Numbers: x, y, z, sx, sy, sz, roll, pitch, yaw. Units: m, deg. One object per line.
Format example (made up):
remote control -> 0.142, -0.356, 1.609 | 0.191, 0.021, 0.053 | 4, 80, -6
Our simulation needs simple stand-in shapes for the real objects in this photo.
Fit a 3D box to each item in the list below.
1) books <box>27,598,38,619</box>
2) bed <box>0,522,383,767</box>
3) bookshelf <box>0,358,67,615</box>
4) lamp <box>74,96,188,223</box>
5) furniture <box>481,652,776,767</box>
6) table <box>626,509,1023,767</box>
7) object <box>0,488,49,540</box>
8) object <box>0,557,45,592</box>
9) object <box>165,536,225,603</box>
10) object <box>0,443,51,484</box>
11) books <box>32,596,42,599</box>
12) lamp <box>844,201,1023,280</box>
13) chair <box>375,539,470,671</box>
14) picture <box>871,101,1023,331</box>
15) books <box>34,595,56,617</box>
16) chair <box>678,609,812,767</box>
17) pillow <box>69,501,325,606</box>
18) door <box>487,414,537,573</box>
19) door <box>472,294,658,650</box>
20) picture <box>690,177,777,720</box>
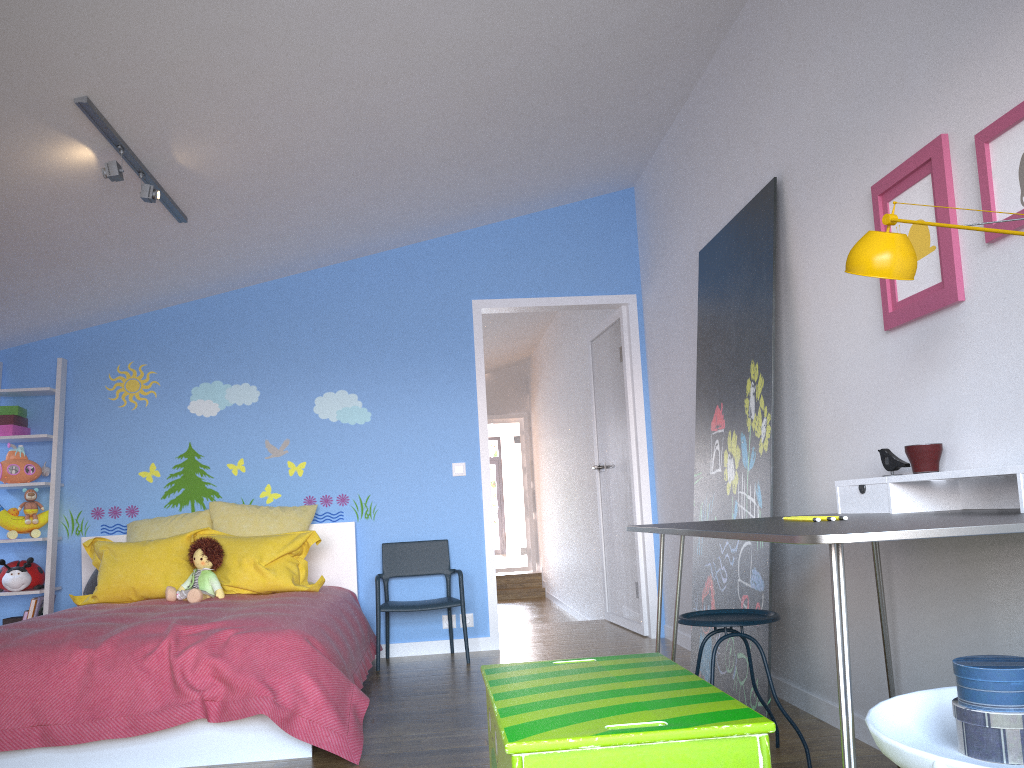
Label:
books -> -2.594, 1.292, 4.830 | 0.080, 0.247, 0.198 | -3, -6, -5
bed -> -1.566, 1.080, 3.998 | 1.925, 0.807, 2.332 | -3, -8, -5
bookshelf -> -2.745, 0.756, 4.937 | 0.391, 1.842, 0.382 | -3, -5, -5
lamp -> -1.461, -0.796, 3.505 | 0.123, 0.143, 1.212 | -3, -8, -2
furniture -> 0.203, 0.873, 1.923 | 0.481, 0.416, 0.818 | -3, -8, -5
table -> 0.806, 0.681, 1.973 | 0.807, 0.754, 1.343 | -3, -7, -5
object -> -2.716, 0.717, 4.901 | 0.372, 0.280, 0.155 | 1, -7, -33
object -> -2.727, 1.049, 4.878 | 0.253, 0.182, 0.324 | -3, -7, 1
object -> -1.563, 0.930, 4.403 | 0.287, 0.340, 0.252 | -7, -7, 29
object -> -2.755, 0.447, 4.989 | 0.296, 0.232, 0.158 | 2, -8, -35
books -> -2.619, 1.296, 4.869 | 0.078, 0.252, 0.210 | -3, -6, -5
lamp -> 0.872, -0.079, 1.695 | 0.161, 0.662, 0.561 | -1, -7, -22
chair -> -0.530, 1.239, 5.048 | 0.512, 0.671, 0.419 | -2, -6, -9
picture -> 1.145, -0.459, 2.065 | 0.027, 0.437, 1.160 | -3, -8, -5
books -> -0.952, 4.712, 6.724 | 0.361, 6.673, 5.405 | -7, -7, 35
chair -> 0.690, 0.954, 2.766 | 0.364, 0.459, 0.327 | -3, -6, -5
pillow -> -1.671, 0.899, 4.801 | 1.344, 0.529, 0.683 | -3, -7, -4
door -> -0.253, 1.486, 11.948 | 1.033, 2.118, 0.163 | -3, -5, -5
door -> 0.282, 0.586, 5.911 | 1.033, 2.118, 1.004 | -3, -6, -5
picture -> 0.910, 0.293, 3.710 | 0.207, 2.008, 0.963 | -3, -6, -5
